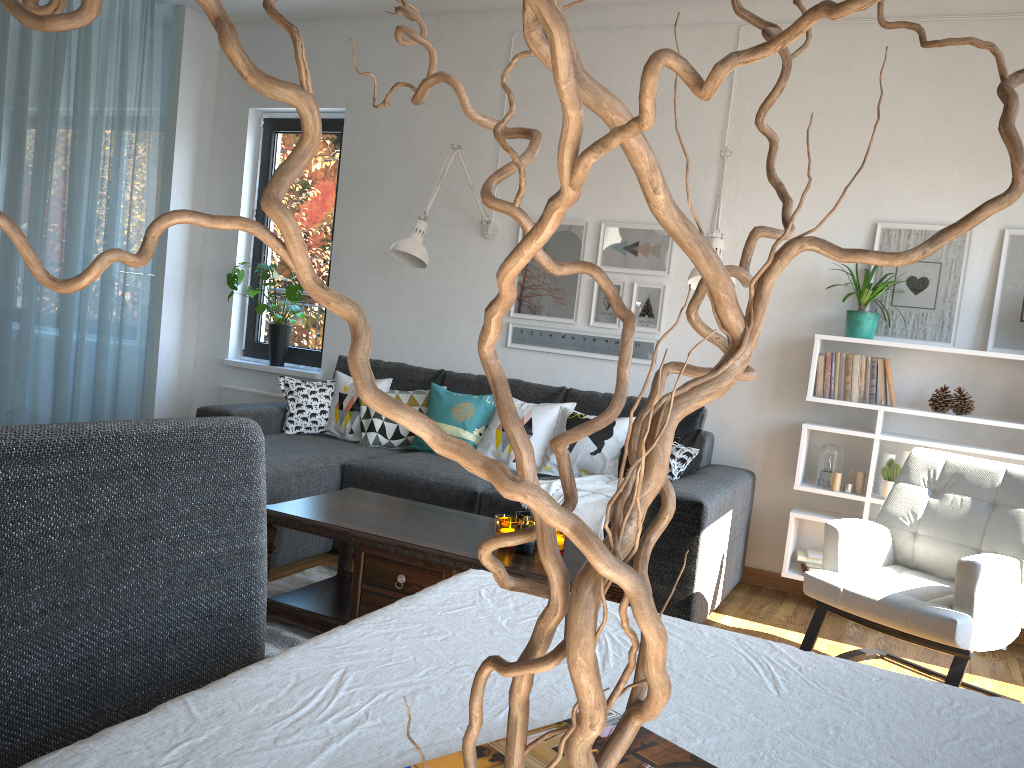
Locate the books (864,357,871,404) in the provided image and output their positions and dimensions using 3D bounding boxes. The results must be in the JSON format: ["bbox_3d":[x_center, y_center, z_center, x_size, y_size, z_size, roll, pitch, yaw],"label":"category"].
[{"bbox_3d":[1.574,-0.016,3.916,0.035,0.205,0.131,9,5,25],"label":"books"}]

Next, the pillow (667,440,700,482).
[{"bbox_3d":[0.642,0.372,3.801,0.169,0.313,0.357,4,5,-25],"label":"pillow"}]

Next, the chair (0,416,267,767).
[{"bbox_3d":[-0.344,0.552,1.002,0.544,0.961,0.461,9,5,30],"label":"chair"}]

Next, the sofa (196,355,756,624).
[{"bbox_3d":[-0.428,0.403,3.771,2.506,0.849,2.162,8,5,25],"label":"sofa"}]

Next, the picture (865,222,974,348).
[{"bbox_3d":[1.792,-0.441,3.933,0.389,0.533,0.059,8,5,25],"label":"picture"}]

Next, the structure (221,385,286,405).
[{"bbox_3d":[-1.485,0.283,5.474,0.817,0.460,0.076,8,5,22],"label":"structure"}]

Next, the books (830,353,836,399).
[{"bbox_3d":[1.444,-0.035,3.975,0.033,0.210,0.136,9,5,25],"label":"books"}]

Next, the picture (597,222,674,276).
[{"bbox_3d":[0.627,-0.685,4.495,0.389,0.248,0.021,8,5,25],"label":"picture"}]

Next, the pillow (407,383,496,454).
[{"bbox_3d":[-0.273,0.188,4.399,0.414,0.341,0.273,8,5,24],"label":"pillow"}]

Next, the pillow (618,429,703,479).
[{"bbox_3d":[0.670,0.346,3.986,0.234,0.358,0.449,3,6,-39],"label":"pillow"}]

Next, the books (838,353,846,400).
[{"bbox_3d":[1.479,-0.032,3.958,0.044,0.209,0.136,9,5,25],"label":"books"}]

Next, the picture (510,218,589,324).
[{"bbox_3d":[0.194,-0.603,4.696,0.389,0.535,0.013,8,5,25],"label":"picture"}]

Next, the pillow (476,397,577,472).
[{"bbox_3d":[0.042,0.249,4.257,0.436,0.369,0.285,8,5,25],"label":"pillow"}]

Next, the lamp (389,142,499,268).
[{"bbox_3d":[-0.339,-0.916,4.584,0.200,0.670,0.698,10,5,34],"label":"lamp"}]

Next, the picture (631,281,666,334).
[{"bbox_3d":[0.686,-0.386,4.478,0.166,0.248,0.021,8,5,25],"label":"picture"}]

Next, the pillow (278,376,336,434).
[{"bbox_3d":[-1.045,0.122,4.589,0.334,0.320,0.160,4,5,-30],"label":"pillow"}]

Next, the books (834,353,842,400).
[{"bbox_3d":[1.458,-0.036,3.967,0.035,0.210,0.129,9,5,25],"label":"books"}]

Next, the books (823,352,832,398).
[{"bbox_3d":[1.423,-0.040,3.983,0.043,0.205,0.129,9,5,25],"label":"books"}]

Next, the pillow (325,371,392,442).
[{"bbox_3d":[-0.807,0.121,4.577,0.359,0.344,0.173,8,5,24],"label":"pillow"}]

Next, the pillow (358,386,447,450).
[{"bbox_3d":[-0.567,0.170,4.546,0.454,0.363,0.242,6,5,-9],"label":"pillow"}]

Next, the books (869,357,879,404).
[{"bbox_3d":[1.594,-0.016,3.907,0.044,0.208,0.133,9,5,25],"label":"books"}]

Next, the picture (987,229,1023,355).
[{"bbox_3d":[2.250,-0.375,3.721,0.389,0.533,0.059,8,5,25],"label":"picture"}]

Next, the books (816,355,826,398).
[{"bbox_3d":[1.395,-0.035,3.991,0.047,0.192,0.124,9,5,24],"label":"books"}]

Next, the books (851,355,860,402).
[{"bbox_3d":[1.529,-0.025,3.937,0.048,0.209,0.135,9,5,25],"label":"books"}]

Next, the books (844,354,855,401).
[{"bbox_3d":[1.501,-0.030,3.943,0.044,0.210,0.133,9,5,25],"label":"books"}]

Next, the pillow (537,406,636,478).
[{"bbox_3d":[0.350,0.289,4.107,0.382,0.318,0.265,8,5,25],"label":"pillow"}]

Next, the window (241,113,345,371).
[{"bbox_3d":[-0.898,0.377,19.494,13.961,18.393,24.372,9,5,31],"label":"window"}]

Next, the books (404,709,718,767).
[{"bbox_3d":[0.052,0.325,0.684,0.278,0.022,0.204,3,5,-39],"label":"books"}]

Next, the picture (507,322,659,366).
[{"bbox_3d":[0.360,-0.214,4.636,0.836,0.136,0.021,8,5,25],"label":"picture"}]

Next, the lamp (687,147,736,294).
[{"bbox_3d":[0.949,-0.729,3.987,0.200,0.670,0.697,8,5,16],"label":"lamp"}]

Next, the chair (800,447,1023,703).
[{"bbox_3d":[1.420,0.669,3.049,0.685,0.833,0.544,3,6,-40],"label":"chair"}]

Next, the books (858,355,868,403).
[{"bbox_3d":[1.553,-0.021,3.924,0.044,0.209,0.133,9,5,24],"label":"books"}]

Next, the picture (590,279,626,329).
[{"bbox_3d":[0.495,-0.414,4.566,0.166,0.248,0.021,8,5,25],"label":"picture"}]
